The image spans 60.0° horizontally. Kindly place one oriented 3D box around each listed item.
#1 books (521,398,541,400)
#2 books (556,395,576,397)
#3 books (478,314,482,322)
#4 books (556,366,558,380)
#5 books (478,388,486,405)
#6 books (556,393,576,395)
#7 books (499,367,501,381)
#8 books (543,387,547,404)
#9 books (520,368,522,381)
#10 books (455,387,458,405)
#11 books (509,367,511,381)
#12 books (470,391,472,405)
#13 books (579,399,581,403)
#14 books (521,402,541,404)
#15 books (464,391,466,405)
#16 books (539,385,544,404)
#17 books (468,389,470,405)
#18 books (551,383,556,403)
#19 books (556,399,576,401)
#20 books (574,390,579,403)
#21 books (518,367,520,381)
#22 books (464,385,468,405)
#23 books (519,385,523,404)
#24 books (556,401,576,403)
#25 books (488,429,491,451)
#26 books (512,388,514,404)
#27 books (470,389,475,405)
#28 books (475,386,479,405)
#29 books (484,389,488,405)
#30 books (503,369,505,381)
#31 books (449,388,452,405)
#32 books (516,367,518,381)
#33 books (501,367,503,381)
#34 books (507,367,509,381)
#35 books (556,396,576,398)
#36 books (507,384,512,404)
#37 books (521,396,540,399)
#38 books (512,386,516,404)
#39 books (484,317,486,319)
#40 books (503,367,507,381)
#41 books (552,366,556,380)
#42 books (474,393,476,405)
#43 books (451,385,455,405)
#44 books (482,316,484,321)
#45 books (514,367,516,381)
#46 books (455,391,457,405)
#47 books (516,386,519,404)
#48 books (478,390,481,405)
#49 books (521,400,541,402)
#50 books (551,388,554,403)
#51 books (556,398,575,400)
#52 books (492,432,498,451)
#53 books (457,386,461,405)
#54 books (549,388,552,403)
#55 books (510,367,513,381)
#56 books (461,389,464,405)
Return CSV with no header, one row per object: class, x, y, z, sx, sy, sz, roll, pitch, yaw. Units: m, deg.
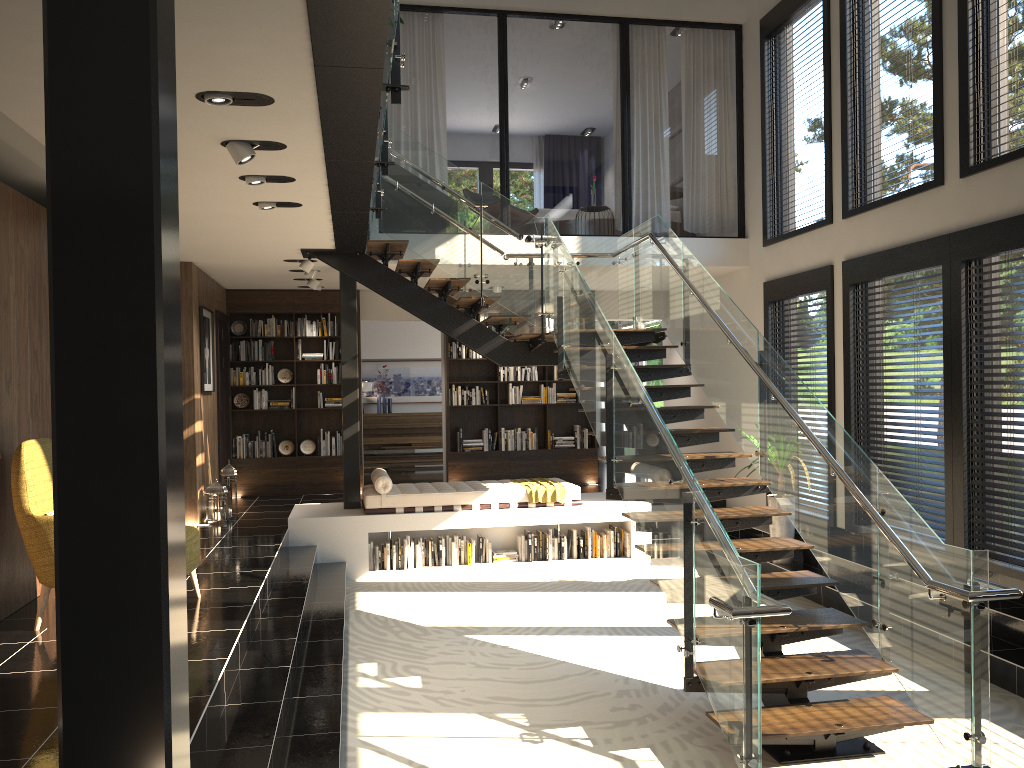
books,0.250,0.211,12.245,0.261,0.024,0.167,-1,0,-14
books,0.736,0.163,12.334,0.260,0.021,0.167,-1,0,-13
books,-0.433,-0.804,12.123,0.030,0.284,0.176,-1,0,-10
books,0.609,-0.177,12.349,0.023,0.261,0.146,-1,0,-10
books,-0.411,0.168,12.142,0.070,0.236,0.206,-1,0,-10
books,0.735,0.142,12.341,0.272,0.022,0.156,-1,0,-12
books,-0.183,-0.150,12.185,0.030,0.228,0.176,-1,0,-10
books,0.437,0.155,12.296,0.037,0.232,0.231,-1,0,-10
books,0.108,-0.129,12.231,0.021,0.176,0.161,-1,0,-10
books,-0.752,0.169,12.100,0.023,0.245,0.159,-1,0,-10
books,-0.045,-0.158,12.195,0.027,0.239,0.153,-1,0,-10
books,-0.573,0.192,12.130,0.033,0.193,0.172,-1,0,-10
books,0.927,0.156,12.365,0.025,0.212,0.168,-1,0,-10
books,0.250,0.261,12.250,0.274,0.025,0.156,-1,0,-13
books,-0.649,0.191,12.105,0.024,0.197,0.173,-1,0,-10
books,0.408,0.140,12.279,0.026,0.263,0.156,-1,0,-10
books,-0.601,0.181,12.131,0.021,0.216,0.170,-1,0,-10
books,0.575,0.129,12.295,0.031,0.277,0.168,-1,0,-10
books,0.737,0.228,12.338,0.274,0.022,0.156,-1,0,-13
books,0.901,0.140,12.349,0.030,0.244,0.176,-1,0,-10
books,0.087,-0.156,12.206,0.028,0.231,0.167,-1,0,-10
books,-0.624,0.153,12.113,0.029,0.272,0.152,-1,0,-10
books,0.105,0.146,12.223,0.067,0.261,0.159,-1,0,-10
books,0.740,0.252,12.326,0.288,0.026,0.175,-1,0,-6
books,-0.320,0.766,12.186,0.036,0.302,0.186,-1,0,-10
books,0.003,0.169,12.166,0.023,0.218,0.196,-1,0,-10
books,-0.540,0.177,12.123,0.030,0.222,0.190,-1,0,-10
books,-0.483,0.159,12.123,0.029,0.256,0.167,-1,0,-10
books,-0.362,0.180,12.153,0.028,0.210,0.169,-1,0,-10
books,-0.123,-0.118,12.194,0.027,0.162,0.125,-1,0,-10
books,-0.836,0.174,12.101,0.028,0.237,0.134,-1,0,-10
books,0.056,-0.162,12.212,0.030,0.244,0.142,-1,0,-10
books,-0.153,-0.172,12.188,0.031,0.272,0.158,-1,0,-10
books,-0.070,-0.152,12.182,0.027,0.228,0.208,-1,0,-10
books,0.737,0.184,12.336,0.268,0.022,0.156,-1,0,-14
books,-0.031,0.137,12.196,0.030,0.284,0.176,-1,0,-10
books,0.249,0.187,12.249,0.274,0.025,0.156,-1,0,-7
books,0.023,0.155,12.202,0.030,0.245,0.166,-1,0,-10
books,-0.372,-0.799,12.146,0.029,0.272,0.173,-1,0,-10
books,-0.096,-0.136,12.185,0.024,0.197,0.174,-1,0,-10
books,0.586,-0.156,12.347,0.024,0.219,0.174,-1,0,-10
books,-0.513,0.203,12.140,0.027,0.171,0.146,-1,0,-10
books,-0.802,0.152,12.073,0.028,0.282,0.168,-1,0,-10
books,-0.404,-0.818,12.139,0.034,0.311,0.149,-1,0,-10
books,0.028,-0.143,12.221,0.020,0.206,0.147,-1,0,-10
books,-0.774,0.192,12.076,0.028,0.199,0.175,-1,0,-10
books,0.060,0.155,12.183,0.036,0.244,0.194,-1,0,-10
books,-0.459,0.185,12.153,0.030,0.205,0.170,-1,0,-10
books,0.250,0.236,12.248,0.275,0.025,0.156,-1,0,-14
books,0.549,0.163,12.280,0.026,0.209,0.184,-1,0,-10
books,0.735,0.206,12.347,0.247,0.022,0.148,-1,0,-10
books,-0.242,0.788,12.205,0.075,0.254,0.181,-1,0,-10
books,-0.724,0.162,12.086,0.029,0.258,0.181,-1,0,-10
books,0.518,0.162,12.293,0.029,0.214,0.149,-1,0,-10
books,-0.018,-0.168,12.194,0.028,0.258,0.208,-1,0,-10
books,-0.676,0.177,12.108,0.028,0.227,0.136,-1,0,-10
